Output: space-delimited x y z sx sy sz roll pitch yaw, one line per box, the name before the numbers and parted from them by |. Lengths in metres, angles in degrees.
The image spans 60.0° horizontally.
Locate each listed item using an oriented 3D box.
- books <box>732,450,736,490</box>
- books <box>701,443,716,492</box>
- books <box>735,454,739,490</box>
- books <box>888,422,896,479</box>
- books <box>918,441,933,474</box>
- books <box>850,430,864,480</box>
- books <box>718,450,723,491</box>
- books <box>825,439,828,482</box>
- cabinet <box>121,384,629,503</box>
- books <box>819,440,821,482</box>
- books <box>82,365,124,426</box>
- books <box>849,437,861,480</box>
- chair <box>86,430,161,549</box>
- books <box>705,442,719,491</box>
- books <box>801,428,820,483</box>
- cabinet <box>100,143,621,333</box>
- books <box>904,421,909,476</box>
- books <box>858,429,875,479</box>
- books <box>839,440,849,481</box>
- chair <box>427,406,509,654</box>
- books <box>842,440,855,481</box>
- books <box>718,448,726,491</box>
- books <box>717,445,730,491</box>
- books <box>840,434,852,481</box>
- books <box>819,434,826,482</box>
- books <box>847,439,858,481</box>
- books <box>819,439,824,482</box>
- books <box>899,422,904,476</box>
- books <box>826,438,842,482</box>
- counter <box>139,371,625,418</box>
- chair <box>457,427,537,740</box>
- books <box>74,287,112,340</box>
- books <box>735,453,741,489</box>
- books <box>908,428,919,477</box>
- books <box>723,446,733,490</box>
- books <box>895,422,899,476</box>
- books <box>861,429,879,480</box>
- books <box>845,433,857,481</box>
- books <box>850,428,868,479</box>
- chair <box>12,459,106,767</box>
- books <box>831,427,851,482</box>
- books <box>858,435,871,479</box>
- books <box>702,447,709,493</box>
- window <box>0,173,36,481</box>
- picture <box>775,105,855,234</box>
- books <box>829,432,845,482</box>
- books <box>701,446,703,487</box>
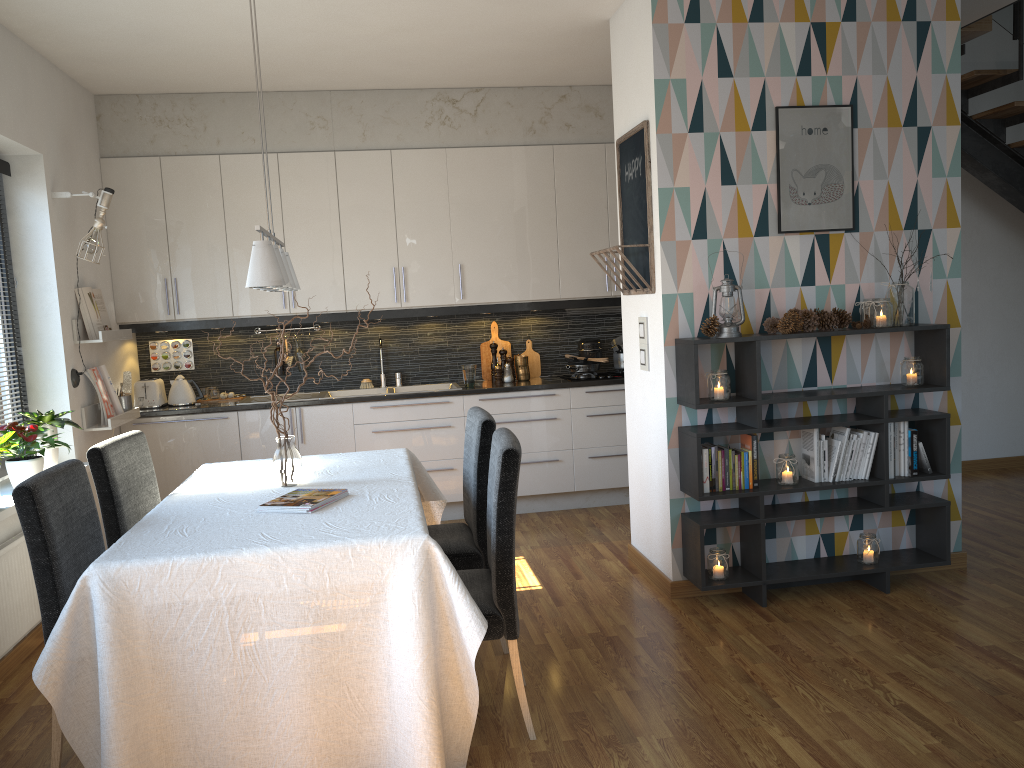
books | 0.973 0.378 3.968 0.012 0.175 0.099 -4 6 -8
books | 0.870 0.372 3.958 0.032 0.200 0.123 -4 6 -8
books | 0.987 0.387 3.966 0.013 0.156 0.099 -4 6 -8
books | 1.682 0.287 4.045 0.048 0.266 0.160 -4 6 -8
books | 1.858 0.331 4.046 0.067 0.149 0.097 -4 6 -8
books | 1.544 0.322 4.055 0.067 0.210 0.135 -4 6 -8
books | 0.909 0.379 3.960 0.015 0.181 0.116 -4 6 -8
books | 1.405 0.341 4.038 0.010 0.189 0.119 -4 6 -8
cabinet | -0.293 0.419 5.759 4.223 0.691 0.040 -4 6 -8
books | 1.373 0.342 4.038 0.011 0.189 0.119 -4 6 -8
books | -2.291 0.060 4.991 0.138 0.331 0.283 -4 6 -11
books | 1.531 0.333 4.044 0.063 0.192 0.124 -4 6 -8
chair | -1.299 0.672 3.547 0.544 0.961 0.461 -3 6 -3
books | 0.893 0.369 3.962 0.014 0.203 0.115 -4 6 -8
books | 1.356 0.315 4.033 0.021 0.246 0.130 -4 6 -8
cabinet | -0.427 -1.003 5.971 4.235 1.071 0.457 -4 6 -8
books | 1.768 0.281 4.077 0.015 0.264 0.167 -4 6 -8
books | 1.594 0.318 4.054 0.067 0.210 0.135 -4 6 -8
books | 1.479 0.340 4.035 0.058 0.185 0.119 -4 6 -8
chair | -0.327 0.606 3.689 0.544 0.961 0.461 -4 6 -8
books | 1.502 0.339 4.032 0.058 0.185 0.119 -4 6 -8
books | 0.923 0.378 3.963 0.015 0.181 0.116 -4 6 -8
books | 0.940 0.373 3.972 0.021 0.188 0.121 -4 6 -8
books | 1.490 0.326 4.047 0.067 0.210 0.135 -4 6 -8
books | 1.394 0.330 4.039 0.010 0.212 0.118 -4 6 -8
books | 1.520 0.337 4.036 0.058 0.185 0.119 -4 6 -8
books | 1.385 0.342 4.033 0.011 0.190 0.119 -4 6 -8
books | 1.752 0.280 4.085 0.015 0.264 0.167 -4 6 -8
books | 1.441 0.343 4.025 0.058 0.185 0.119 -4 6 -8
counter | -0.353 0.108 6.012 4.249 0.193 0.621 -4 5 -8
chair | -0.220 0.663 2.997 0.544 0.961 0.461 -3 6 -3
books | -2.330 -0.394 4.991 0.109 0.299 0.363 -4 6 -8
books | 1.000 0.386 3.969 0.013 0.156 0.099 -4 6 -8
books | 1.802 0.309 4.050 0.038 0.212 0.128 -4 6 -8
books | 0.958 0.375 3.973 0.015 0.181 0.116 -4 6 -8
books | 1.734 0.288 4.096 0.019 0.250 0.159 -4 6 -8
books | 1.608 0.319 4.043 0.067 0.210 0.135 -4 6 -8
books | 1.512 0.326 4.038 0.063 0.207 0.118 -4 6 -8
books | 1.562 0.317 4.057 0.077 0.218 0.133 -4 6 -8
chair | -1.193 0.729 2.854 0.544 0.961 0.461 -4 6 -8
books | 1.471 0.313 4.031 0.081 0.242 0.130 -4 6 -8
books | 1.578 0.325 4.056 0.067 0.200 0.129 -4 6 -8
books | 0.842 0.377 3.952 0.025 0.195 0.125 -4 6 -8
window | -2.407 -0.293 3.752 0.119 1.590 1.559 -4 6 -8
picture | 1.371 -0.970 4.007 0.365 0.560 0.014 -4 6 -8
books | 1.454 0.330 4.023 0.063 0.207 0.118 -4 6 -8
books | 0.813 0.371 3.951 0.029 0.210 0.127 -4 6 -8
